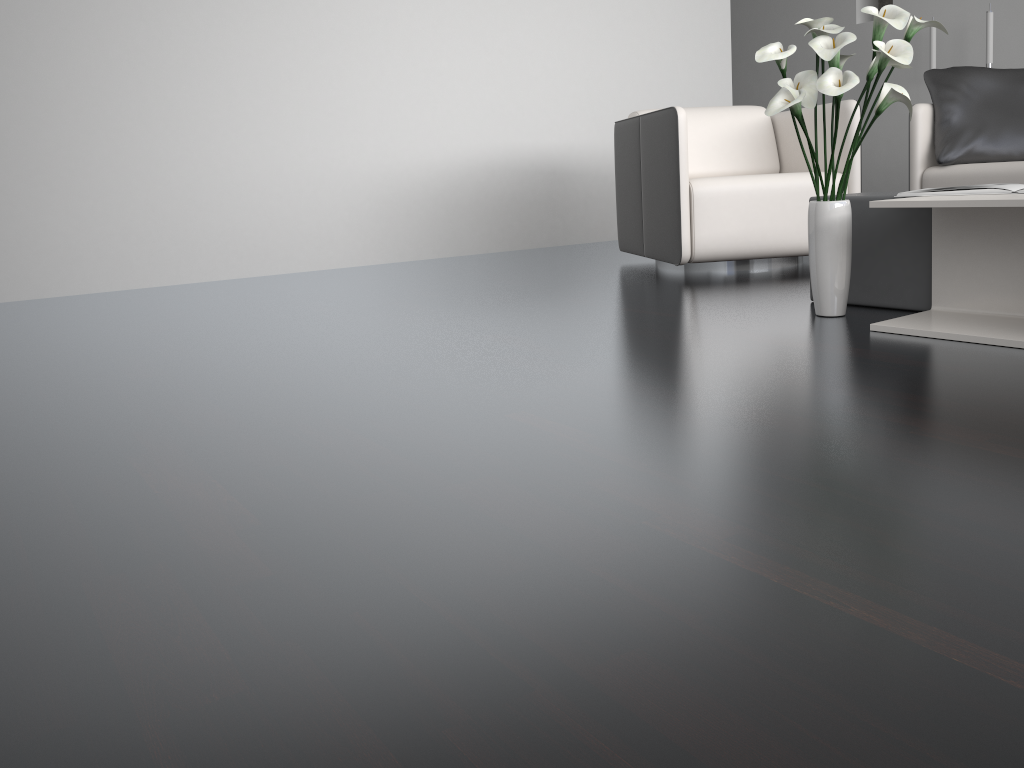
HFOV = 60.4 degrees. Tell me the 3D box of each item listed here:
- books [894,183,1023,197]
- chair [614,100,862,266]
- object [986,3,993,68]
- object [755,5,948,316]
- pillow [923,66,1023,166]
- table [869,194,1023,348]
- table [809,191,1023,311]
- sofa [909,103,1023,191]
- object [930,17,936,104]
[{"bbox_3d":[1.318,-0.505,2.266,0.550,0.016,0.364,7,16,36],"label":"books"},{"bbox_3d":[0.931,-0.902,3.848,0.768,0.651,0.935,-4,11,-9],"label":"chair"},{"bbox_3d":[3.115,-1.772,5.752,0.181,1.375,0.181,-7,8,-33],"label":"object"},{"bbox_3d":[0.860,-0.556,2.250,0.379,0.785,0.452,3,10,39],"label":"object"},{"bbox_3d":[2.140,-1.193,3.880,0.565,0.443,0.282,-1,8,11],"label":"pillow"},{"bbox_3d":[1.268,-0.234,1.823,0.301,0.309,0.978,-10,14,-34],"label":"table"},{"bbox_3d":[1.377,-0.329,2.212,0.301,0.308,1.271,-9,14,-34],"label":"table"},{"bbox_3d":[2.794,-0.869,3.301,0.927,0.650,2.261,-10,14,-35],"label":"sofa"},{"bbox_3d":[2.953,-1.862,6.180,0.181,1.375,0.181,-7,8,-33],"label":"object"}]
